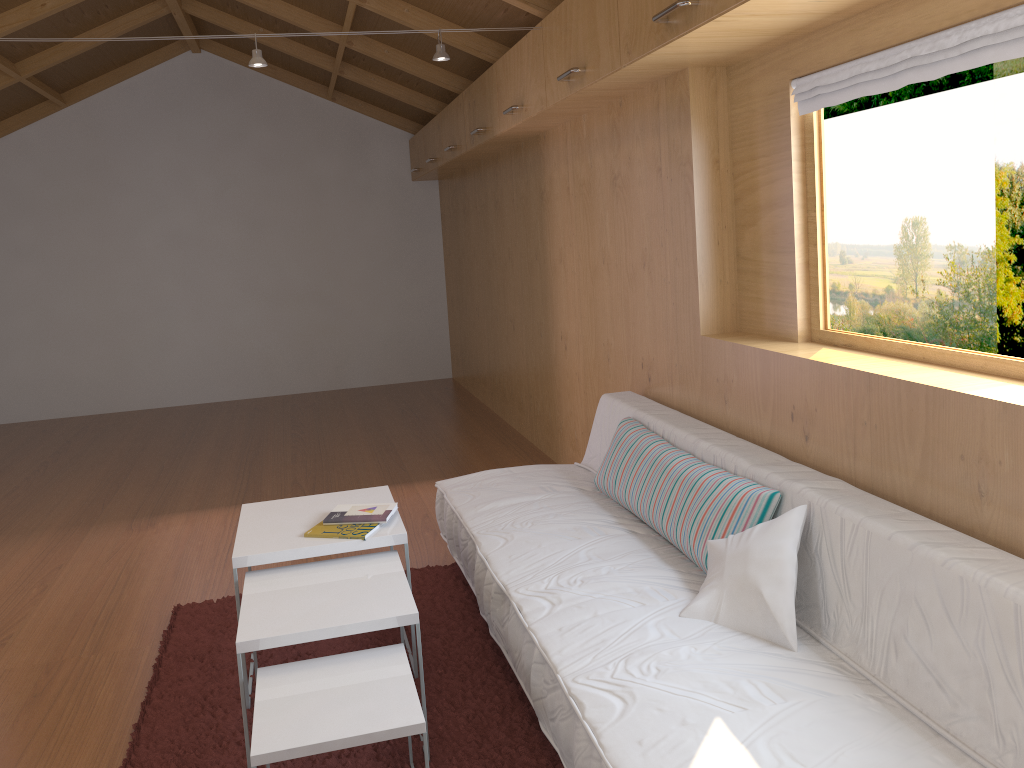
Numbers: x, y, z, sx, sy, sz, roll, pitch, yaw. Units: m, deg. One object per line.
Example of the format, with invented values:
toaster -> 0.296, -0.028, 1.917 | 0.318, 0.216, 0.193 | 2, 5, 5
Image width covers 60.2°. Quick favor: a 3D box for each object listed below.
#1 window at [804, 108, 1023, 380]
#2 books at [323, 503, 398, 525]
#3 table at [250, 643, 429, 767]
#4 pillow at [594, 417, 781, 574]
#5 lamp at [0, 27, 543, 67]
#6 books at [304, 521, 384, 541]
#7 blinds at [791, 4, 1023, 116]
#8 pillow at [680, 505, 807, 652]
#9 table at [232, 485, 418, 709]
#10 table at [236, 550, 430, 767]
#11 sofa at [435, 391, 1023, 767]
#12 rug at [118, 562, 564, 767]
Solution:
window -> 1.090, -0.409, 1.955 | 0.035, 0.783, 1.508 | -5, 9, -13
books -> -0.458, 0.395, 2.692 | 0.193, 0.016, 0.154 | -3, 10, 6
table -> -0.374, 0.825, 1.937 | 0.342, 0.306, 0.372 | -6, 8, -13
pillow -> 0.483, 0.326, 2.721 | 0.171, 0.249, 1.050 | -5, 10, -13
lamp -> -1.727, -1.229, 3.241 | 3.834, 0.152, 0.073 | -6, 7, -14
books -> -0.491, 0.427, 2.614 | 0.193, 0.016, 0.154 | -1, 10, 16
blinds -> 1.019, -0.739, 1.912 | 0.048, 0.110, 1.509 | -5, 10, -13
pillow -> 0.558, 0.426, 2.099 | 0.346, 0.250, 0.269 | 3, 10, 40
table -> -0.586, 0.631, 2.765 | 0.486, 0.435, 0.528 | -6, 8, -13
table -> -0.473, 0.727, 2.321 | 0.425, 0.380, 0.462 | -6, 8, -13
sofa -> 0.386, 0.547, 2.424 | 0.864, 0.623, 2.373 | -6, 10, -13
rug -> -0.008, 0.919, 2.240 | 1.888, 0.020, 2.500 | -6, 10, -13
